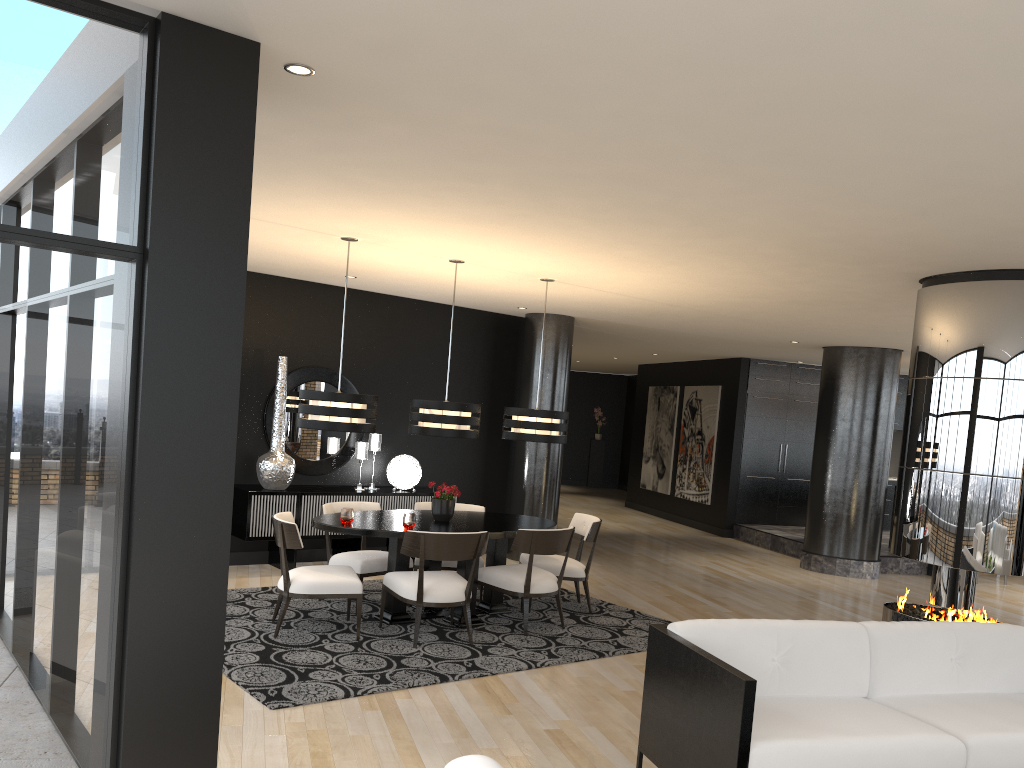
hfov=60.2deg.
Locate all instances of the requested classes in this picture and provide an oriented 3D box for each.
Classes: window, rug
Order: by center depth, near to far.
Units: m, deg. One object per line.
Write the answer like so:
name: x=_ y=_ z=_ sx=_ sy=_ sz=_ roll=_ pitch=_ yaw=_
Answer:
window: x=4.807 y=-0.171 z=6.365 sx=15.933 sy=4.801 sz=10.078 roll=5 pitch=-1 yaw=-30
rug: x=-0.650 y=1.807 z=6.808 sx=3.733 sy=0.011 sz=2.704 roll=6 pitch=-2 yaw=-39

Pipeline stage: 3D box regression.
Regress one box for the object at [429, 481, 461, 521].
object: x=-0.515 y=0.900 z=6.761 sx=0.238 sy=0.299 sz=0.227 roll=3 pitch=2 yaw=-36

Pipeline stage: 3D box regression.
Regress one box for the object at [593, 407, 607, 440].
object: x=2.087 y=0.938 z=21.021 sx=0.338 sy=0.790 sz=0.228 roll=5 pitch=3 yaw=13

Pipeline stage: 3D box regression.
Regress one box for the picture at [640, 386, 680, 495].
picture: x=2.643 y=0.981 z=15.723 sx=0.077 sy=1.881 sz=1.149 roll=4 pitch=2 yaw=-16

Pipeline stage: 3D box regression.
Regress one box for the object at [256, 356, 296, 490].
object: x=-2.123 y=0.356 z=8.039 sx=0.344 sy=1.214 sz=0.341 roll=3 pitch=4 yaw=-30

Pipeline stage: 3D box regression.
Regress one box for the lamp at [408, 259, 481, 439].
lamp: x=-0.467 y=-0.268 z=6.669 sx=0.537 sy=1.334 sz=0.532 roll=2 pitch=4 yaw=-39

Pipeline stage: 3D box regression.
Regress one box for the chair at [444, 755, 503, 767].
chair: x=0.267 y=1.297 z=1.760 sx=0.856 sy=0.859 sz=0.997 roll=4 pitch=1 yaw=-16

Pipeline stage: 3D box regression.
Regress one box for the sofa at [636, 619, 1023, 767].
sofa: x=1.674 y=1.503 z=3.854 sx=2.035 sy=0.807 sz=0.834 roll=5 pitch=1 yaw=-16

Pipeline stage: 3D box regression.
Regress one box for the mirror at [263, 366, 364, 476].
mirror: x=-1.917 y=0.364 z=8.648 sx=1.079 sy=1.082 sz=0.025 roll=4 pitch=3 yaw=-38

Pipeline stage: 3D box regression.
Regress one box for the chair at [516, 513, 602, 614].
chair: x=0.417 y=1.516 z=7.506 sx=0.617 sy=0.809 sz=0.640 roll=4 pitch=2 yaw=-10

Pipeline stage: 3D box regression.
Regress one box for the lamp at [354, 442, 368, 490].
lamp: x=-1.485 y=0.801 z=8.662 sx=0.125 sy=0.467 sz=0.131 roll=4 pitch=3 yaw=-16

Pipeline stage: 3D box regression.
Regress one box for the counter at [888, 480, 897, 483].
counter: x=6.087 y=1.579 z=14.531 sx=2.866 sy=0.034 sz=0.728 roll=5 pitch=-2 yaw=-16

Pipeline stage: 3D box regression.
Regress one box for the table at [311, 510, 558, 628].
table: x=-0.562 y=1.433 z=6.812 sx=2.112 sy=0.772 sz=1.203 roll=5 pitch=-1 yaw=-37

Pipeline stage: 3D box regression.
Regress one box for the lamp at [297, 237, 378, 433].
lamp: x=-1.170 y=-0.342 z=6.109 sx=0.537 sy=1.334 sz=0.532 roll=2 pitch=4 yaw=-39

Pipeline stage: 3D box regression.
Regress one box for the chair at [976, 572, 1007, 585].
chair: x=5.885 y=1.992 z=11.046 sx=0.477 sy=0.967 sz=0.516 roll=4 pitch=3 yaw=-16

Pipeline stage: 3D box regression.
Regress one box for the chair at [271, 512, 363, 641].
chair: x=-1.378 y=1.328 z=6.133 sx=0.617 sy=0.809 sz=0.639 roll=4 pitch=2 yaw=-18

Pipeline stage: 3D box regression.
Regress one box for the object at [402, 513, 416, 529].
object: x=-0.723 y=0.960 z=6.202 sx=0.095 sy=0.106 sz=0.095 roll=4 pitch=1 yaw=-28

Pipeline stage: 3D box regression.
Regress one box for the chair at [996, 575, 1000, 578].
chair: x=6.638 y=2.060 z=11.269 sx=0.477 sy=0.967 sz=0.516 roll=4 pitch=3 yaw=-16

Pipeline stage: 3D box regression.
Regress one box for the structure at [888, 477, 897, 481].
structure: x=6.094 y=1.555 z=14.511 sx=0.902 sy=0.067 sz=0.518 roll=5 pitch=-2 yaw=-16

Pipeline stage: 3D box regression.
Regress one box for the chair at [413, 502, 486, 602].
chair: x=-0.539 y=1.439 z=7.493 sx=0.643 sy=0.809 sz=0.613 roll=4 pitch=2 yaw=-10

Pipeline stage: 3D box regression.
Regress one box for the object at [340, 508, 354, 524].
object: x=-1.156 y=0.925 z=6.191 sx=0.095 sy=0.106 sz=0.095 roll=5 pitch=1 yaw=17

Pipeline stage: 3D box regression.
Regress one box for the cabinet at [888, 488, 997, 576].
cabinet: x=6.760 y=2.046 z=11.781 sx=3.120 sy=1.042 sz=1.174 roll=5 pitch=0 yaw=-16

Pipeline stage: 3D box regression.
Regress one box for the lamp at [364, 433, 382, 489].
lamp: x=-1.382 y=0.772 z=8.815 sx=0.132 sy=0.552 sz=0.124 roll=5 pitch=3 yaw=14

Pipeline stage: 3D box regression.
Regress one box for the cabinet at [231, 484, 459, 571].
cabinet: x=-1.631 y=1.406 z=8.641 sx=2.244 sy=0.769 sz=0.607 roll=6 pitch=1 yaw=-38

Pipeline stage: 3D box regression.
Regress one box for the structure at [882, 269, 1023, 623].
structure: x=2.940 y=0.693 z=5.743 sx=0.588 sy=2.753 sz=0.886 roll=3 pitch=4 yaw=-28

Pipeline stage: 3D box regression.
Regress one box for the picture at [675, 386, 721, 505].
picture: x=3.034 y=0.970 z=14.378 sx=0.077 sy=1.881 sz=1.149 roll=4 pitch=2 yaw=-16

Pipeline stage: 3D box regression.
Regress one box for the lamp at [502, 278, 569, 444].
lamp: x=0.236 y=-0.193 z=7.228 sx=0.537 sy=1.334 sz=0.532 roll=2 pitch=4 yaw=-39

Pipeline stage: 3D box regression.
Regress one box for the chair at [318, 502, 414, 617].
chair: x=-1.186 y=1.372 z=7.025 sx=0.613 sy=0.809 sz=0.644 roll=6 pitch=2 yaw=37

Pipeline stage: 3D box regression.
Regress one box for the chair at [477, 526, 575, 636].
chair: x=0.109 y=1.468 z=6.756 sx=0.613 sy=0.809 sz=0.644 roll=6 pitch=2 yaw=44

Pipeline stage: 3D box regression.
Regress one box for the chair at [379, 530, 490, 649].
chair: x=-0.545 y=1.397 z=6.190 sx=0.644 sy=0.809 sz=0.612 roll=4 pitch=2 yaw=-29

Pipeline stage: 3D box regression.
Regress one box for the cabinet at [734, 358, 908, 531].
cabinet: x=6.132 y=1.123 z=14.479 sx=5.738 sy=2.537 sz=0.723 roll=5 pitch=3 yaw=-16
